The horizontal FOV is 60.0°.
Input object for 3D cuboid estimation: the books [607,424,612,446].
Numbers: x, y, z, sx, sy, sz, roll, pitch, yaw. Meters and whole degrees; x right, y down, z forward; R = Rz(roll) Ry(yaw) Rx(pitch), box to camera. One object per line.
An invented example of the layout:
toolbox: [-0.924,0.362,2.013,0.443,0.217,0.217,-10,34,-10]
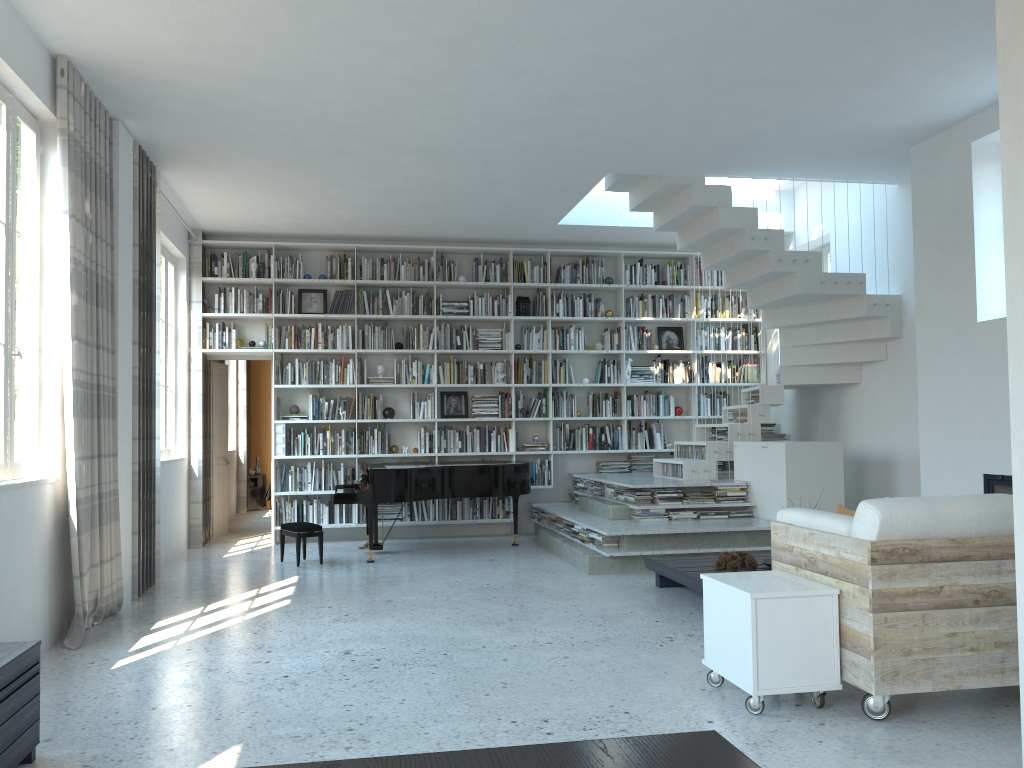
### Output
books: [1.099,0.594,9.981,0.013,0.293,0.134,0,-2,-11]

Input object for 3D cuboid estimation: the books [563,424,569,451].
books: [0.597,0.594,9.866,0.030,0.294,0.188,0,-3,-11]

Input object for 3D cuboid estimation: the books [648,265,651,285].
books: [1.558,-1.222,10.139,0.021,0.254,0.151,0,-3,-11]

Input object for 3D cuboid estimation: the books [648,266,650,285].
books: [1.538,-1.213,10.126,0.022,0.236,0.172,0,-3,-11]

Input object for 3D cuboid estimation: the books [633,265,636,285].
books: [1.376,-1.218,10.119,0.027,0.249,0.140,0,-3,-11]

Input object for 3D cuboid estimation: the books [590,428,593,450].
books: [0.861,0.619,9.923,0.031,0.244,0.184,0,-3,-11]

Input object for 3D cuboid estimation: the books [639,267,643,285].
books: [1.454,-1.210,10.117,0.030,0.231,0.148,0,-3,-11]

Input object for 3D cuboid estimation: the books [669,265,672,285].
books: [1.792,-1.222,10.177,0.016,0.251,0.189,0,-3,-11]

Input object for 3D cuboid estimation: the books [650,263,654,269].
books: [1.594,-1.234,10.159,0.012,0.279,0.153,0,-2,-11]

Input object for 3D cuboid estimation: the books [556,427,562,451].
books: [0.524,0.610,9.852,0.023,0.262,0.186,0,-3,-11]

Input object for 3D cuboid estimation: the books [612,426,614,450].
books: [1.116,0.608,9.984,0.021,0.264,0.150,0,-3,-11]

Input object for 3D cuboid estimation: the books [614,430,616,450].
books: [1.135,0.630,9.974,0.013,0.220,0.168,0,-3,-11]

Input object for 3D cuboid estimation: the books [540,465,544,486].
books: [0.321,0.998,9.708,0.026,0.224,0.175,0,-3,-11]

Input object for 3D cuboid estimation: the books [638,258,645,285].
books: [1.477,-1.261,10.112,0.014,0.332,0.180,0,-2,-11]

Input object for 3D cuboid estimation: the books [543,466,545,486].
books: [0.336,0.998,9.727,0.012,0.225,0.149,0,-3,-11]

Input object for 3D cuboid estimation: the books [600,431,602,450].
books: [0.980,0.635,9.957,0.022,0.211,0.135,0,-3,-11]

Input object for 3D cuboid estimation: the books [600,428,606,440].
books: [1.021,0.616,9.962,0.012,0.249,0.164,0,-3,-11]

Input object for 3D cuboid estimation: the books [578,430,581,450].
books: [0.733,0.628,9.913,0.024,0.228,0.159,0,-3,-11]

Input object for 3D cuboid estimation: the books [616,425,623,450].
books: [1.215,0.603,9.992,0.025,0.272,0.171,0,-3,-11]

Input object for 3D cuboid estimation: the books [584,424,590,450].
books: [0.840,0.594,9.917,0.012,0.293,0.175,0,-3,-11]

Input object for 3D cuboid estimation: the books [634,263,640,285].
books: [1.416,-1.234,10.109,0.048,0.278,0.150,0,-2,-11]

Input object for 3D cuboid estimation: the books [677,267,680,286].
books: [1.886,-1.214,10.186,0.018,0.235,0.186,0,-3,-11]

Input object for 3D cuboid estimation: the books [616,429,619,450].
books: [1.167,0.625,9.975,0.025,0.228,0.176,0,-3,-11]

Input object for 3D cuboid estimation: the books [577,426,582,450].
books: [0.752,0.608,9.914,0.014,0.267,0.171,0,-3,-11]

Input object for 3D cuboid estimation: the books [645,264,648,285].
books: [1.520,-1.226,10.123,0.014,0.262,0.168,0,-3,-11]

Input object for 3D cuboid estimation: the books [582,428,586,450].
books: [0.785,0.615,9.909,0.025,0.252,0.181,0,-3,-11]

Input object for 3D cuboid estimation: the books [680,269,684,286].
books: [1.927,-1.202,10.199,0.029,0.210,0.169,0,-3,-11]

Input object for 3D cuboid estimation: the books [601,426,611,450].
books: [1.060,0.607,9.963,0.070,0.266,0.186,0,-3,-11]

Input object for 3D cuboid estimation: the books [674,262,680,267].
books: [1.901,-1.245,10.210,0.020,0.299,0.131,0,-2,-11]

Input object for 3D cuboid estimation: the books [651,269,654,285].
books: [1.582,-1.197,10.129,0.024,0.202,0.190,0,-3,-11]

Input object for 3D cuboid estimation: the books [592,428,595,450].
books: [0.907,0.620,9.952,0.021,0.242,0.131,0,-2,-11]

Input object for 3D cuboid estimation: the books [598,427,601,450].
books: [0.957,0.609,9.952,0.026,0.263,0.169,0,-3,-11]

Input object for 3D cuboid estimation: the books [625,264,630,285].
books: [1.304,-1.220,10.084,0.025,0.250,0.178,0,-3,-11]

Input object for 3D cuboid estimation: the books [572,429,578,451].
books: [0.706,0.625,9.912,0.029,0.234,0.142,0,-3,-11]

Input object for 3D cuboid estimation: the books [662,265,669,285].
books: [1.760,-1.224,10.162,0.019,0.256,0.169,0,-3,-11]

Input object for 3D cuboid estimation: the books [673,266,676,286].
books: [1.844,-1.221,10.185,0.031,0.248,0.164,0,-3,-11]

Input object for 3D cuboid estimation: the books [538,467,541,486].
books: [0.297,1.010,9.728,0.013,0.202,0.139,0,-3,-11]

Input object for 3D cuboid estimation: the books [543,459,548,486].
books: [0.365,0.968,9.724,0.021,0.285,0.172,0,-3,-11]

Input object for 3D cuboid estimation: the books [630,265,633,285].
books: [1.330,-1.216,10.084,0.026,0.241,0.184,0,-3,-11]

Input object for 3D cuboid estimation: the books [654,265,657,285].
books: [1.625,-1.222,10.161,0.012,0.254,0.161,0,-3,-11]

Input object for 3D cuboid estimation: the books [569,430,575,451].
books: [0.651,0.626,9.891,0.065,0.231,0.162,0,-3,-11]

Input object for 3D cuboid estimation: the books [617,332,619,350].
books: [1.179,-0.471,10.043,0.013,0.220,0.155,0,-3,-11]

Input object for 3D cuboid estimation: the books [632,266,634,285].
books: [1.354,-1.210,10.096,0.024,0.231,0.168,0,-3,-11]

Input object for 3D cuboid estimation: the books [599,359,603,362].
books: [1.013,-0.136,10.007,0.016,0.290,0.135,0,-2,-11]

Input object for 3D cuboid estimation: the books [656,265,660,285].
books: [1.648,-1.224,10.153,0.030,0.257,0.165,0,-3,-11]

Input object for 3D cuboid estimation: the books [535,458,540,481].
books: [0.274,0.962,9.727,0.032,0.300,0.149,0,-2,-11]

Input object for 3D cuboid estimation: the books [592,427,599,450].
books: [0.933,0.609,9.941,0.026,0.262,0.173,0,-3,-11]

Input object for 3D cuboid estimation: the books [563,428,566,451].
books: [0.571,0.613,9.862,0.023,0.256,0.178,0,-3,-11]

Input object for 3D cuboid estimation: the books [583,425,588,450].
books: [0.824,0.599,9.936,0.012,0.285,0.159,0,-3,-11]

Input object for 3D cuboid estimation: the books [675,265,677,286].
books: [1.865,-1.224,10.204,0.017,0.256,0.146,0,-3,-11]

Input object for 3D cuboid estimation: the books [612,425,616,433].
books: [1.142,0.600,10.003,0.012,0.282,0.143,0,-2,-11]

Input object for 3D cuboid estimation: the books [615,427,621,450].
books: [1.190,0.611,9.986,0.026,0.258,0.157,0,-3,-11]

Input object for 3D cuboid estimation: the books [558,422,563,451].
books: [0.540,0.583,9.857,0.010,0.316,0.187,0,-3,-11]

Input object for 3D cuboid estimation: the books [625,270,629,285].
books: [1.283,-1.186,10.067,0.022,0.182,0.190,0,-3,-11]

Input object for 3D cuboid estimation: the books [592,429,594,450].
books: [0.886,0.622,9.942,0.025,0.237,0.156,0,-3,-11]

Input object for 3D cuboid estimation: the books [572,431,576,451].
books: [0.689,0.633,9.898,0.011,0.217,0.175,0,-3,-11]

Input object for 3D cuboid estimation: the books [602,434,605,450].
books: [1.005,0.650,9.955,0.025,0.181,0.169,0,-3,-11]

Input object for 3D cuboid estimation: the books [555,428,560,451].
books: [0.503,0.616,9.868,0.012,0.254,0.161,0,-3,-11]

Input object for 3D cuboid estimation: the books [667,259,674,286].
books: [1.819,-1.257,10.183,0.007,0.320,0.165,0,-2,-11]
